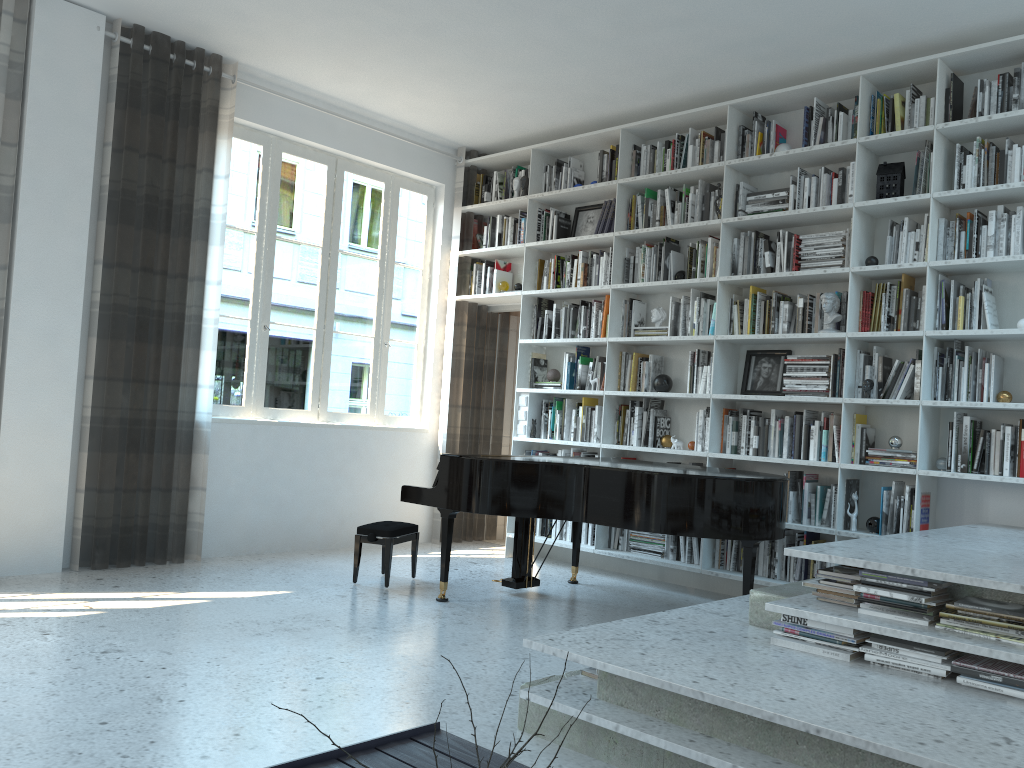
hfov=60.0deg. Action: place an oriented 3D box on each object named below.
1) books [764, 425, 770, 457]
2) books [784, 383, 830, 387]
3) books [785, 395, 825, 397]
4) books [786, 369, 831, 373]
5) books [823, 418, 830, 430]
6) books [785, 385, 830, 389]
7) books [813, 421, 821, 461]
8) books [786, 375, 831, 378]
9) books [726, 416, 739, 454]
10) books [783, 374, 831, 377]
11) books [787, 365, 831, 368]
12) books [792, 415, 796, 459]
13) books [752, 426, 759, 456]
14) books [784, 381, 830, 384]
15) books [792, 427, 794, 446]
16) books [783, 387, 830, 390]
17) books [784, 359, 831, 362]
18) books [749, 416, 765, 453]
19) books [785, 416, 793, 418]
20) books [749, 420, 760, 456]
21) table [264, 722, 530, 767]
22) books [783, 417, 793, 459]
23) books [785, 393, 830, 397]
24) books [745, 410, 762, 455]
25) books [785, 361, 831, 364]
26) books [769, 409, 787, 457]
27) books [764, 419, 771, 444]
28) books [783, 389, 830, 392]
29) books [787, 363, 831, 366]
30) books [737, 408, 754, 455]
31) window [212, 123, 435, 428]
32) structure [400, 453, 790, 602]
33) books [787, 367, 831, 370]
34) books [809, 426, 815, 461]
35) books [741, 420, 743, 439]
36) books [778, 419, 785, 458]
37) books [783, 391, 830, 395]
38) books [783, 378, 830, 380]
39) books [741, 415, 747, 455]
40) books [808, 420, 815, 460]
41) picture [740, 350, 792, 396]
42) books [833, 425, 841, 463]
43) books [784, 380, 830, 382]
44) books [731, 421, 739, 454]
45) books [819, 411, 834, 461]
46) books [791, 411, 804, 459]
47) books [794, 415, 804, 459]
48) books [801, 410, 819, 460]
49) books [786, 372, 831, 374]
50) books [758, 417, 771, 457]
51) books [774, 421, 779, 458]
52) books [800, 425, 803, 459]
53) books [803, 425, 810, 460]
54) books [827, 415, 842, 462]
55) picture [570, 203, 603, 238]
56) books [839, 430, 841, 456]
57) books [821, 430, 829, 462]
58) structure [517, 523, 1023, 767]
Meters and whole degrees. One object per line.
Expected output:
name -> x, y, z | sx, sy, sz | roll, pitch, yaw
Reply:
books -> 1.601, 0.350, 5.446 | 0.023, 0.196, 0.165 | 2, -3, 44
books -> 1.800, 0.011, 5.318 | 0.285, 0.012, 0.159 | 1, -3, 44
books -> 1.788, 0.082, 5.309 | 0.254, 0.012, 0.161 | 2, -3, 40
books -> 1.800, -0.073, 5.315 | 0.254, 0.012, 0.161 | 2, -3, 41
books -> 1.869, 0.329, 5.225 | 0.014, 0.256, 0.145 | 2, -2, 44
books -> 1.791, 0.022, 5.310 | 0.254, 0.012, 0.161 | 2, -3, 39
books -> 1.831, 0.337, 5.234 | 0.023, 0.234, 0.175 | 2, -3, 44
books -> 1.795, -0.037, 5.311 | 0.254, 0.012, 0.161 | 2, -3, 39
books -> 1.418, 0.327, 5.623 | 0.027, 0.234, 0.167 | 2, -3, 44
books -> 1.796, -0.049, 5.311 | 0.159, 0.012, 0.285 | 6, -3, -41
books -> 1.802, -0.098, 5.316 | 0.254, 0.012, 0.161 | 2, -3, 41
books -> 1.735, 0.322, 5.334 | 0.010, 0.261, 0.181 | 2, -3, 44
books -> 1.548, 0.355, 5.489 | 0.029, 0.183, 0.174 | 2, -3, 44
books -> 1.799, -0.001, 5.317 | 0.285, 0.012, 0.159 | 1, -3, 45
books -> 1.735, 0.327, 5.349 | 0.011, 0.251, 0.158 | 2, -2, 44
books -> 1.790, 0.034, 5.309 | 0.159, 0.012, 0.285 | 6, -3, -41
books -> 1.801, -0.134, 5.314 | 0.285, 0.012, 0.159 | 2, -3, 39
books -> 1.533, 0.326, 5.543 | 0.021, 0.244, 0.141 | 2, -2, 44
books -> 1.699, 0.326, 5.396 | 0.025, 0.254, 0.136 | 2, -2, 44
books -> 1.533, 0.338, 5.511 | 0.023, 0.217, 0.174 | 2, -3, 44
table -> -0.180, 0.968, 1.466 | 1.269, 0.218, 1.258 | 1, -3, 44
books -> 1.699, 0.329, 5.359 | 0.026, 0.245, 0.191 | 2, -3, 44
books -> 1.792, 0.070, 5.313 | 0.161, 0.012, 0.254 | 6, -3, -44
books -> 1.509, 0.306, 5.541 | 0.013, 0.282, 0.166 | 2, -2, 44
books -> 1.805, -0.122, 5.319 | 0.159, 0.012, 0.285 | 6, -3, -44
books -> 1.631, 0.304, 5.440 | 0.026, 0.291, 0.152 | 2, -2, 44
books -> 1.597, 0.334, 5.468 | 0.013, 0.230, 0.139 | 2, -2, 44
books -> 1.796, 0.046, 5.315 | 0.285, 0.012, 0.159 | 2, -3, 43
books -> 1.801, -0.110, 5.315 | 0.254, 0.012, 0.161 | 2, -3, 40
books -> 1.477, 0.302, 5.610 | 0.027, 0.290, 0.140 | 2, -2, 44
window -> -1.359, -0.704, 6.556 | 0.073, 2.008, 1.984 | 2, -3, 44
structure -> 0.497, 0.850, 4.923 | 1.918, 0.832, 1.335 | 2, -3, 44
books -> 1.800, -0.086, 5.314 | 0.254, 0.012, 0.161 | 2, -3, 40
books -> 1.813, 0.352, 5.249 | 0.023, 0.204, 0.167 | 2, -3, 44
books -> 1.490, 0.324, 5.587 | 0.024, 0.247, 0.132 | 2, -2, 44
books -> 1.668, 0.333, 5.404 | 0.031, 0.237, 0.159 | 2, -3, 44
books -> 1.788, 0.058, 5.308 | 0.285, 0.012, 0.159 | 2, -3, 39
books -> 1.794, -0.025, 5.311 | 0.159, 0.012, 0.285 | 6, -3, -41
books -> 1.496, 0.324, 5.557 | 0.027, 0.245, 0.179 | 2, -3, 44
books -> 1.809, 0.337, 5.271 | 0.014, 0.235, 0.154 | 2, -2, 44
picture -> 1.597, -0.066, 5.580 | 0.300, 0.299, 0.077 | 2, -3, 44
books -> 1.915, 0.350, 5.147 | 0.042, 0.212, 0.169 | 2, -3, 44
books -> 1.798, -0.013, 5.315 | 0.159, 0.012, 0.285 | 6, -3, -44
books -> 1.444, 0.341, 5.614 | 0.024, 0.208, 0.170 | 2, -3, 44
books -> 1.854, 0.309, 5.230 | 0.014, 0.293, 0.137 | 2, -2, 44
books -> 1.731, 0.310, 5.363 | 0.014, 0.286, 0.134 | 2, -2, 44
books -> 1.744, 0.320, 5.316 | 0.028, 0.264, 0.161 | 2, -2, 44
books -> 1.778, 0.305, 5.292 | 0.012, 0.296, 0.178 | 2, -2, 44
books -> 1.800, -0.061, 5.315 | 0.161, 0.012, 0.254 | 6, -3, -43
books -> 1.575, 0.329, 5.475 | 0.029, 0.237, 0.166 | 2, -3, 44
books -> 1.653, 0.341, 5.428 | 0.025, 0.220, 0.140 | 2, -2, 44
books -> 1.770, 0.353, 5.309 | 0.021, 0.202, 0.128 | 2, -2, 44
books -> 1.786, 0.350, 5.276 | 0.024, 0.207, 0.183 | 2, -3, 44
books -> 1.899, 0.321, 5.180 | 0.026, 0.272, 0.175 | 2, -2, 44
picture -> 0.574, -1.197, 6.654 | 0.300, 0.299, 0.077 | 2, -3, 44
books -> 1.935, 0.349, 5.130 | 0.011, 0.216, 0.166 | 2, -3, 44
books -> 1.863, 0.364, 5.194 | 0.023, 0.183, 0.169 | 2, -3, 44
structure -> 2.061, 0.965, 3.008 | 2.898, 0.659, 3.114 | 1, -3, 44
